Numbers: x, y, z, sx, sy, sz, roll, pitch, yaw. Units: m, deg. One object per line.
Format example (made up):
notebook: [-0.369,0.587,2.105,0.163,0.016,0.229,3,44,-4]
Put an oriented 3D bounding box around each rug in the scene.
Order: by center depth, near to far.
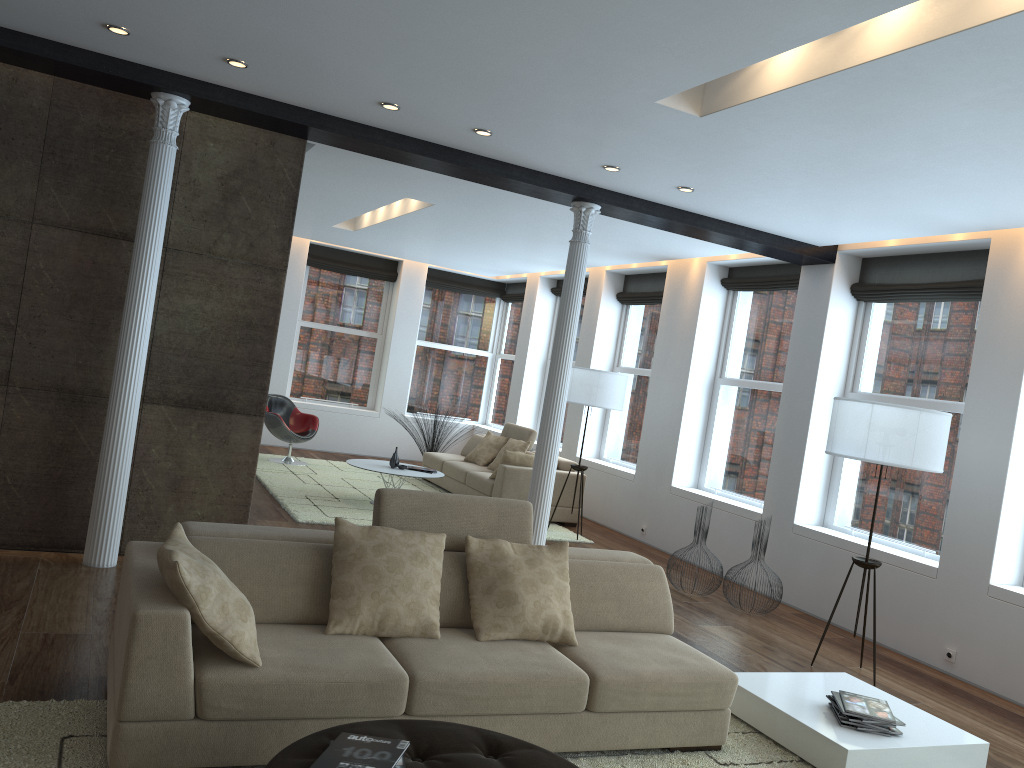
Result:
rug: [0.545,1.610,2.882,4.231,0.020,2.972,9,1,-25]
rug: [-1.388,1.237,10.183,2.972,0.020,4.231,9,1,-25]

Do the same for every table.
table: [1.638,1.672,4.378,0.900,0.170,0.900,9,1,-25]
table: [-1.235,1.063,9.187,1.022,0.393,1.022,9,1,20]

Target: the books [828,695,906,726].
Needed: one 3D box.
books: [1.670,1.539,4.185,0.220,0.010,0.300,9,1,-10]

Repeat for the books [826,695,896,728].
books: [1.643,1.545,4.189,0.220,0.010,0.300,9,1,0]

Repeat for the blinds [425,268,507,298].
blinds: [-0.751,-1.581,14.054,1.442,0.312,0.155,9,1,-25]

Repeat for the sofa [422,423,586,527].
sofa: [-0.172,0.953,10.692,1.018,0.950,2.581,9,1,-25]

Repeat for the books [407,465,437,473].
books: [-0.944,0.894,9.312,0.300,0.010,0.220,9,1,-10]

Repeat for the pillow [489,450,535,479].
pillow: [0.061,0.890,9.675,0.518,0.393,0.395,9,1,-28]

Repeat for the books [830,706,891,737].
books: [1.637,1.583,4.190,0.220,0.010,0.300,9,1,10]

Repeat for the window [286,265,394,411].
window: [-2.598,-0.796,13.381,1.420,2.400,0.123,9,1,-25]

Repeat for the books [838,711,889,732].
books: [1.666,1.558,4.185,0.220,0.010,0.300,9,1,25]

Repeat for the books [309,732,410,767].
books: [-0.443,1.082,2.556,0.220,0.040,0.301,9,1,10]

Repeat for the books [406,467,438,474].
books: [-0.950,0.902,9.288,0.300,0.010,0.220,9,1,10]

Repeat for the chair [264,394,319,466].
chair: [-2.837,0.578,11.279,0.669,0.818,0.810,9,1,45]

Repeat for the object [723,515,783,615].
object: [1.930,1.404,6.991,0.458,0.781,0.458,9,1,-26]

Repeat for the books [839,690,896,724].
books: [1.673,1.520,4.185,0.220,0.010,0.300,9,1,15]

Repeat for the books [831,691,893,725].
books: [1.646,1.526,4.189,0.220,0.010,0.300,9,1,10]

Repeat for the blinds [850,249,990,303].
blinds: [3.242,-0.843,6.922,0.183,0.395,1.431,9,1,-25]

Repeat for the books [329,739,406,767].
books: [-0.419,1.093,2.551,0.219,0.031,0.300,9,1,-10]

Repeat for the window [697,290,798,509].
window: [2.406,0.036,8.609,0.123,2.400,1.391,9,1,-25]

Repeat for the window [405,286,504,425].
window: [-0.938,-0.542,14.149,1.474,2.400,0.123,9,1,-25]

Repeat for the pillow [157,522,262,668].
pillow: [-1.113,0.767,3.260,0.395,0.393,0.518,9,1,-21]

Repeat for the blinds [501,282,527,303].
blinds: [0.169,-1.425,13.726,0.156,0.327,1.377,9,1,-25]

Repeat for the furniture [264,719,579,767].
furniture: [-0.208,1.307,2.489,1.057,0.355,1.057,9,1,-23]

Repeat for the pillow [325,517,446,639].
pillow: [-0.526,0.832,3.795,0.534,0.439,0.301,9,1,-21]

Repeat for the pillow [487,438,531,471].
pillow: [-0.036,0.845,10.465,0.301,0.439,0.534,9,1,-28]

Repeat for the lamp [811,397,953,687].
lamp: [2.273,0.989,5.628,0.698,1.728,0.698,9,1,-1]

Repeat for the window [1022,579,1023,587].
window: [3.913,0.305,5.297,0.123,2.400,1.442,9,1,-25]

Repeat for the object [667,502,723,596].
object: [1.543,1.340,7.323,0.458,0.781,0.458,9,1,-26]

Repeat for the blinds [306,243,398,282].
blinds: [-2.399,-1.806,13.286,1.422,0.363,0.156,9,1,-25]

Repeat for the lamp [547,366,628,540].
lamp: [0.708,0.709,9.068,0.698,1.728,0.698,9,1,-1]

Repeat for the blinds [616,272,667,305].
blinds: [1.654,-1.127,10.451,0.156,0.393,1.342,9,1,-25]

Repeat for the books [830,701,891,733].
books: [1.640,1.564,4.190,0.220,0.010,0.300,9,1,10]

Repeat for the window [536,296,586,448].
window: [0.811,-0.248,12.116,0.123,2.400,1.444,9,1,-25]

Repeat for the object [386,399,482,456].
object: [-1.103,0.741,12.248,1.119,1.014,1.125,9,1,-38]

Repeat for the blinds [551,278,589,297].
blinds: [0.923,-1.317,12.077,0.156,0.275,1.442,9,1,-25]

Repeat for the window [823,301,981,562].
window: [3.154,0.169,6.965,0.123,2.400,1.432,9,1,-25]

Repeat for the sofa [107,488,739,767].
sofa: [-0.312,0.996,3.890,2.581,0.950,1.021,9,1,-25]

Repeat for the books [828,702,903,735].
books: [1.663,1.577,4.185,0.220,0.010,0.300,9,1,-5]

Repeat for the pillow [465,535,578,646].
pillow: [0.038,0.929,4.045,0.519,0.416,0.368,9,1,-20]

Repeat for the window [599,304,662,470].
window: [1.552,-0.116,10.487,0.123,2.400,1.345,9,1,-25]

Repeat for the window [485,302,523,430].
window: [2.956,0.609,21.941,34.761,17.917,13.698,9,1,-25]

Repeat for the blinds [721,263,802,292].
blinds: [2.517,-1.033,8.573,0.156,0.275,1.396,9,1,-25]

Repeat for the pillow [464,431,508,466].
pillow: [-0.307,0.808,11.027,0.368,0.416,0.519,9,1,-29]
